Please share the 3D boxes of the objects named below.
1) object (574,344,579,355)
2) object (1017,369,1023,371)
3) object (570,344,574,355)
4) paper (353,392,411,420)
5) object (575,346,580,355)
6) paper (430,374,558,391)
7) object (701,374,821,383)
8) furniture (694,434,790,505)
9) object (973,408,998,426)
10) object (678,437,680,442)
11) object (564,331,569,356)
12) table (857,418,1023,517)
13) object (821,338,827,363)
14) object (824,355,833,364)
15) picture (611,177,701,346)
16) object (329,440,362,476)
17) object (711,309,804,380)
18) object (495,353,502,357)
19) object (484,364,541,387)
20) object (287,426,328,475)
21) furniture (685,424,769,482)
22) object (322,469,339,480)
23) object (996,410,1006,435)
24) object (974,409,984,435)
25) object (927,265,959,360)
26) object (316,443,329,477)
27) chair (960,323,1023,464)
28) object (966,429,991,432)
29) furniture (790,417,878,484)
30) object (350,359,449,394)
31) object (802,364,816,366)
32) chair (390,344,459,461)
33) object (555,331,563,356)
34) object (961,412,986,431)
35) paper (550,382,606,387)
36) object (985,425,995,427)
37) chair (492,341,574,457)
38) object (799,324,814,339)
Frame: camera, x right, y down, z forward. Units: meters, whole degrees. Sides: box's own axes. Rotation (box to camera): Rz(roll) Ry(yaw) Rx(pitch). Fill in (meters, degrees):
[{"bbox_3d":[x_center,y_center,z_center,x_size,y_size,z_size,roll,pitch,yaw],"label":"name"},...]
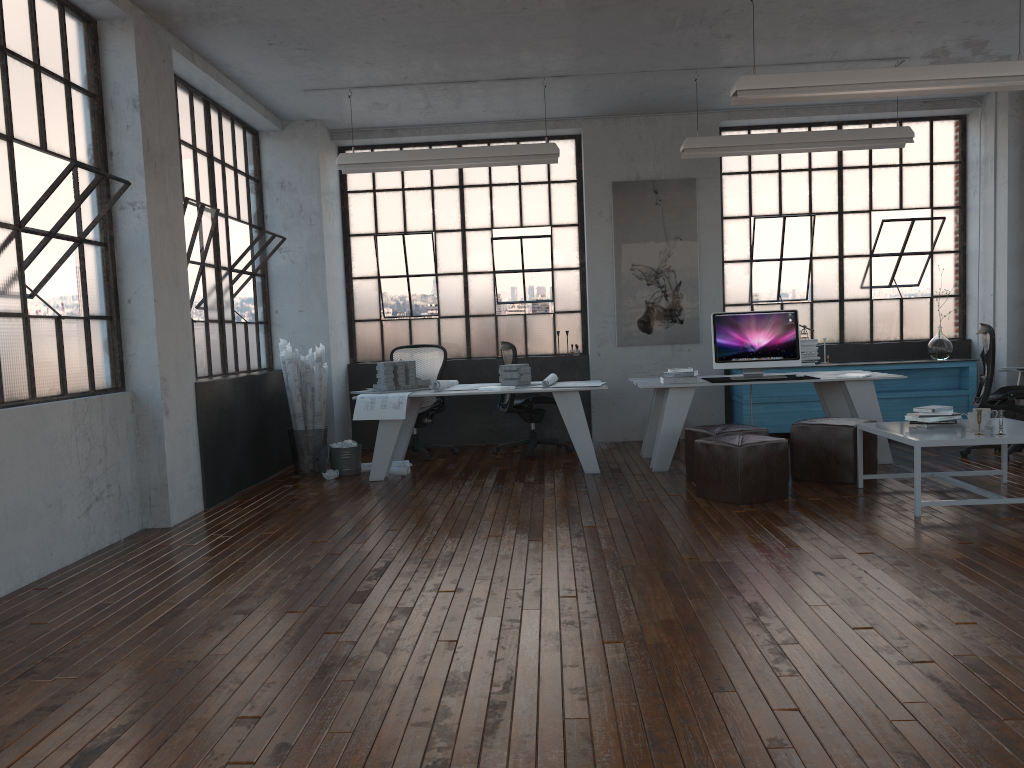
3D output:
[{"bbox_3d":[0.672,-0.358,9.247,0.058,0.117,0.032,-1,5,16],"label":"object"},{"bbox_3d":[4.529,-0.107,6.989,0.687,0.008,0.846,-2,3,4],"label":"object"},{"bbox_3d":[0.634,-0.360,9.305,0.032,0.117,0.058,-6,6,-36],"label":"object"},{"bbox_3d":[-1.046,0.180,7.162,0.439,0.183,0.433,-2,4,2],"label":"paper"},{"bbox_3d":[0.689,-0.355,9.320,0.058,0.102,0.032,1,6,37],"label":"object"},{"bbox_3d":[-0.128,-0.021,7.784,1.075,0.106,0.973,-2,3,3],"label":"paper"},{"bbox_3d":[2.040,-0.044,7.344,0.848,0.008,0.686,-2,3,4],"label":"object"},{"bbox_3d":[1.531,0.562,5.924,0.470,0.432,0.470,-5,5,-29],"label":"furniture"},{"bbox_3d":[2.981,0.211,5.596,0.129,0.110,0.100,-2,4,11],"label":"object"},{"bbox_3d":[1.561,0.425,8.944,0.292,0.308,0.292,0,5,31],"label":"object"},{"bbox_3d":[0.582,-0.428,9.276,0.085,0.260,0.085,-6,6,-34],"label":"object"},{"bbox_3d":[2.841,0.498,5.567,0.991,0.446,0.970,-2,4,3],"label":"table"},{"bbox_3d":[3.180,-0.340,9.012,0.084,0.257,0.084,-4,5,-20],"label":"object"},{"bbox_3d":[3.158,-0.244,8.855,0.088,0.085,0.088,-2,4,7],"label":"object"},{"bbox_3d":[1.455,-1.223,8.944,0.853,1.654,0.025,-2,5,3],"label":"picture"},{"bbox_3d":[-1.439,0.628,7.664,0.290,0.294,0.290,1,6,43],"label":"object"},{"bbox_3d":[2.030,-0.327,7.323,0.714,0.554,0.376,-2,4,4],"label":"object"},{"bbox_3d":[-0.107,-0.333,9.317,0.124,0.100,0.123,-1,4,25],"label":"object"},{"bbox_3d":[0.030,-0.077,7.706,0.416,0.183,0.388,0,4,33],"label":"object"},{"bbox_3d":[-1.795,0.585,7.833,0.354,0.399,0.353,-2,4,9],"label":"object"},{"bbox_3d":[1.579,0.521,6.533,0.479,0.440,0.479,-4,4,-19],"label":"furniture"},{"bbox_3d":[-1.514,0.757,7.404,0.135,0.084,0.107,-3,4,-7],"label":"object"},{"bbox_3d":[2.855,0.221,5.175,0.055,0.153,0.055,-4,5,-21],"label":"object"},{"bbox_3d":[2.747,0.225,5.211,0.052,0.149,0.052,2,6,43],"label":"object"},{"bbox_3d":[4.270,-0.706,8.690,0.231,0.942,0.433,-4,5,-16],"label":"object"},{"bbox_3d":[-1.619,0.652,7.584,0.107,0.281,0.292,-4,5,-24],"label":"object"},{"bbox_3d":[4.024,0.045,7.079,0.792,1.088,0.768,-2,4,6],"label":"chair"},{"bbox_3d":[2.829,0.284,5.378,0.137,0.003,0.137,-1,4,23],"label":"object"},{"bbox_3d":[2.360,0.481,6.499,0.502,0.461,0.502,1,5,41],"label":"furniture"},{"bbox_3d":[-0.975,-0.091,7.683,0.735,0.306,0.433,-6,5,-42],"label":"object"},{"bbox_3d":[2.842,-0.189,8.752,0.253,0.014,0.187,-2,3,3],"label":"object"},{"bbox_3d":[-0.921,0.163,8.586,0.770,1.088,0.791,-3,4,-4],"label":"chair"},{"bbox_3d":[0.489,-0.425,9.296,0.085,0.260,0.085,-6,6,-34],"label":"object"},{"bbox_3d":[2.805,0.230,5.378,0.129,0.110,0.100,-2,4,11],"label":"object"},{"bbox_3d":[0.556,0.005,7.390,0.429,0.001,0.483,-2,3,13],"label":"paper"},{"bbox_3d":[2.971,0.265,5.601,0.137,0.003,0.137,-1,4,23],"label":"object"},{"bbox_3d":[0.172,0.117,8.604,0.791,1.088,0.769,-5,5,-28],"label":"chair"},{"bbox_3d":[2.943,-0.538,8.913,0.092,0.161,0.177,-5,5,-30],"label":"object"}]
